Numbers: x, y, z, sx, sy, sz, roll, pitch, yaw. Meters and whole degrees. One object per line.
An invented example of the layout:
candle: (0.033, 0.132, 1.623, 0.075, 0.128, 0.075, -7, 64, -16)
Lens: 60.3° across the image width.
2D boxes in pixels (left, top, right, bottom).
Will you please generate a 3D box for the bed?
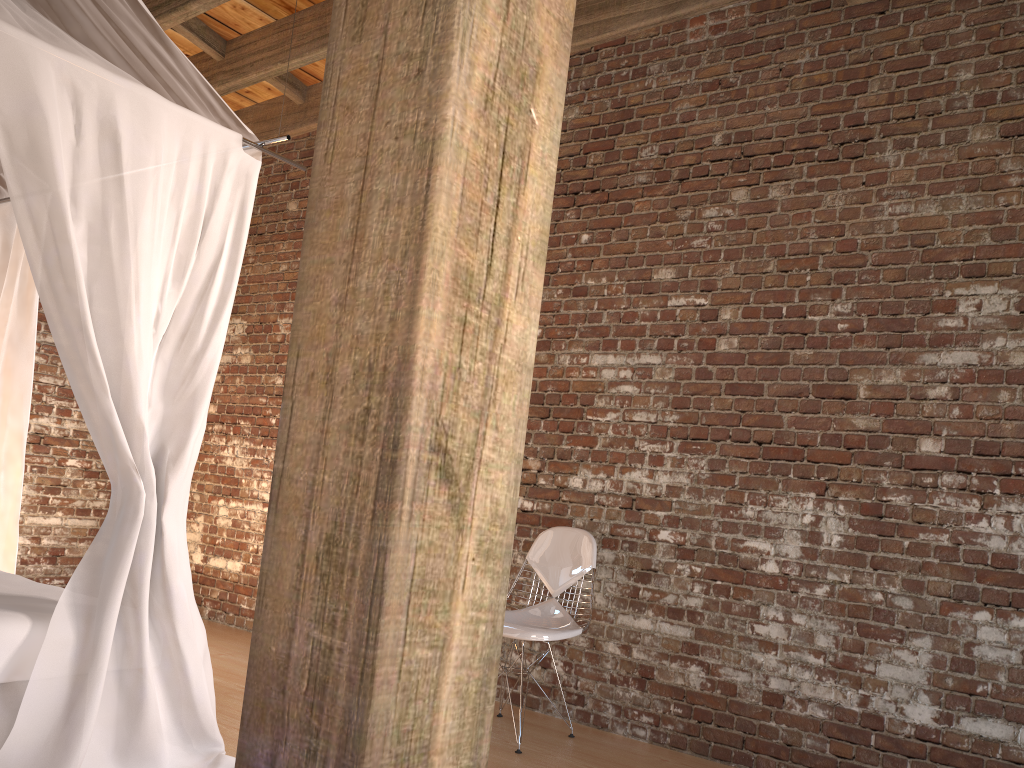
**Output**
bed: (-2.318, -0.816, 2.896, 2.627, 3.867, 2.546, 3, -5, 36)

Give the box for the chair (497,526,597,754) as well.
chair: (0.063, 1.058, 3.832, 0.529, 0.893, 0.585, 4, -5, 36)
